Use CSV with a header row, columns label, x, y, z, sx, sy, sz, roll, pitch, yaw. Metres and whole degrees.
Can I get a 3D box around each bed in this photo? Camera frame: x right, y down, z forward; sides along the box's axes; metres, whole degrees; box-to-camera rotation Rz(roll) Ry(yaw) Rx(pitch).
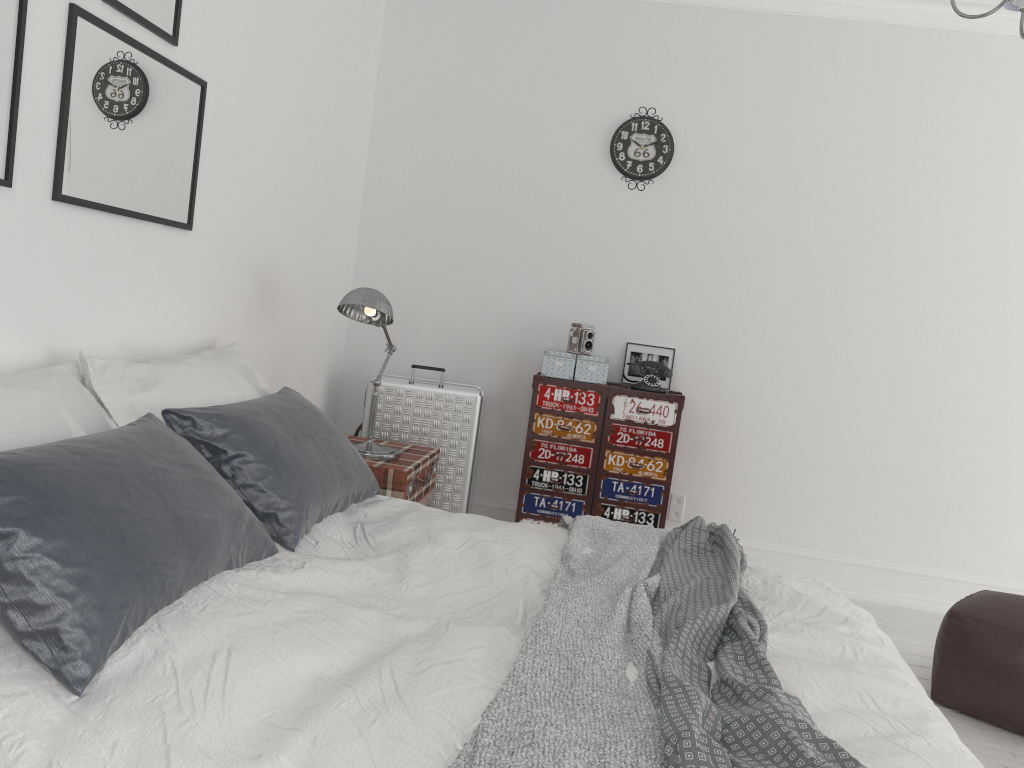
label,x,y,z,sx,sy,sz,roll,pitch,yaw
bed,-0.059,0.595,2.182,2.473,0.926,2.217,8,5,7

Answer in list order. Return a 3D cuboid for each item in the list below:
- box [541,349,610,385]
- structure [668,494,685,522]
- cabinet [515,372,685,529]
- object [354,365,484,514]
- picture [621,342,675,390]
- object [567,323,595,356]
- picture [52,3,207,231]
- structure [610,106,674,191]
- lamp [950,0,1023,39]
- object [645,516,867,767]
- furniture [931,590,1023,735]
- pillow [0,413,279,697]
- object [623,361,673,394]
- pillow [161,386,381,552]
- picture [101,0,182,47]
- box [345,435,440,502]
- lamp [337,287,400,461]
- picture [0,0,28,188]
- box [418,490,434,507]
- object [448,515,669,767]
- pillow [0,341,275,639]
label,x,y,z,sx,sy,sz,roll,pitch,yaw
box,0.329,-0.089,4.545,0.332,0.131,0.242,8,5,6
structure,0.869,0.654,4.680,0.070,0.140,0.009,8,5,6
cabinet,0.433,0.461,4.562,0.762,0.942,0.281,8,5,6
object,-0.509,0.346,4.627,0.647,0.902,0.208,7,5,-4
picture,0.712,-0.093,4.635,0.254,0.218,0.037,8,5,6
object,0.365,-0.229,4.535,0.121,0.157,0.117,4,6,-34
picture,-1.079,-0.726,2.570,0.015,0.486,0.720,8,5,6
structure,0.669,-1.214,4.564,0.330,0.427,0.043,8,5,6
lamp,1.301,-1.234,1.962,0.528,1.123,0.594,8,5,6
object,0.575,0.695,2.123,0.536,0.377,2.154,8,5,9
furniture,1.947,1.024,3.307,0.646,0.423,0.646,12,6,40
pillow,-0.800,0.284,1.805,0.405,0.329,0.837,8,5,7
object,0.687,-0.043,4.509,0.216,0.155,0.181,11,6,36
pillow,-0.685,0.226,2.689,0.405,0.339,0.842,8,5,7
picture,-1.031,-1.206,2.387,0.015,0.403,0.592,8,5,6
box,-0.624,0.383,3.866,0.537,0.185,0.647,8,5,6
lamp,-0.576,-0.041,3.662,0.269,0.699,0.488,8,5,6
picture,-1.151,-0.840,1.765,0.015,0.810,0.545,8,5,6
box,-0.651,0.569,3.824,0.537,0.185,0.647,8,5,6
object,0.194,0.748,2.151,0.521,0.500,2.236,8,5,9
pillow,-0.944,0.172,2.279,0.465,0.529,1.965,8,5,6
